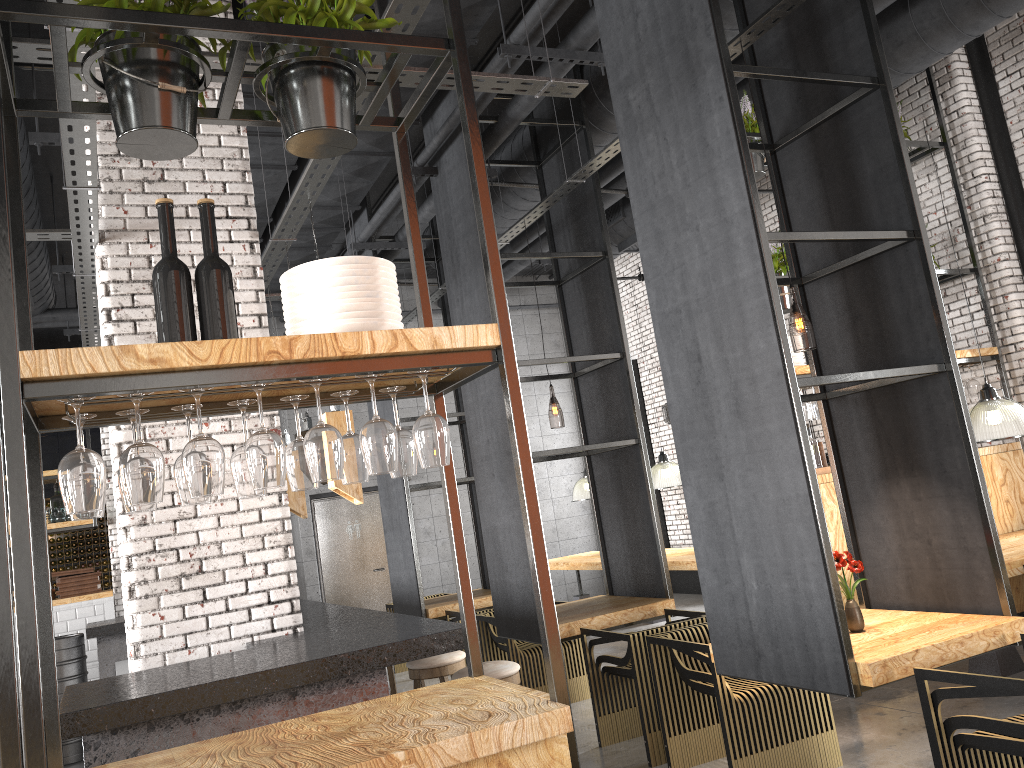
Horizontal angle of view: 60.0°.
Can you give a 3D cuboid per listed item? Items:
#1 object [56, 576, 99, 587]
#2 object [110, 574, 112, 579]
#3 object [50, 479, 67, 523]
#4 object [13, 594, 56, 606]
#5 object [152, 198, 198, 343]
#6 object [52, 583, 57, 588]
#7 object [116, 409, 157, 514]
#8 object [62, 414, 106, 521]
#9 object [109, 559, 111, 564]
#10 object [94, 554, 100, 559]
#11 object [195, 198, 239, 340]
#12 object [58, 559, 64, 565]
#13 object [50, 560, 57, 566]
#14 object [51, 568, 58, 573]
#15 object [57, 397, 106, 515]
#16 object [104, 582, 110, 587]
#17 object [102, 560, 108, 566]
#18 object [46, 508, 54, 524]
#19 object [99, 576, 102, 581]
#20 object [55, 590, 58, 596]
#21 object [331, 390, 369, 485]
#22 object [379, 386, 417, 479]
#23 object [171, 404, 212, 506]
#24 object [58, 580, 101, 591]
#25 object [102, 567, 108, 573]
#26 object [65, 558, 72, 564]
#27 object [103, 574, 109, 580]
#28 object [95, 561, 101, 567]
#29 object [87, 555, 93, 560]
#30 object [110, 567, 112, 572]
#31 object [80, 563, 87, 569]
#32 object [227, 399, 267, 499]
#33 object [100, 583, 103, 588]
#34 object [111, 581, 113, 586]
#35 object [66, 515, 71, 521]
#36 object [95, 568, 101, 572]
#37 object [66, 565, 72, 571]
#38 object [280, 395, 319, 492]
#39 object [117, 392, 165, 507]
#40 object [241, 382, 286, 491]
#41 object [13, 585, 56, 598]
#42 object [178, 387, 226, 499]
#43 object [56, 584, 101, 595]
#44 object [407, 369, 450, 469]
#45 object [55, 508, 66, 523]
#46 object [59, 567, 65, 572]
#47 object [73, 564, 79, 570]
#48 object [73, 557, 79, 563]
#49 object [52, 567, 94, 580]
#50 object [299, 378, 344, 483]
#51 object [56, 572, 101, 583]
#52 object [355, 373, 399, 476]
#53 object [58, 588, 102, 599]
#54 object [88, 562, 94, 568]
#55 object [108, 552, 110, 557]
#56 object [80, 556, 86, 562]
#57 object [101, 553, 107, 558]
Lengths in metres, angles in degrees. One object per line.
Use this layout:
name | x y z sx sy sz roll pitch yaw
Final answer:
object | -4.827 2.196 9.875 0.405 0.044 0.633 -5 -9 -25
object | -5.834 2.810 12.966 0.079 0.080 0.280 -5 -9 -25
object | -5.307 1.362 10.361 0.157 0.556 0.105 -5 -9 -21
object | -5.226 2.340 9.673 0.437 0.097 0.435 -9 -8 -1
object | -0.914 -0.270 2.387 0.098 0.472 0.098 -13 -10 26
object | -6.514 2.872 12.642 0.079 0.080 0.280 -5 -9 -25
object | -0.998 0.206 2.359 0.101 0.268 0.100 -11 -9 11
object | -1.113 0.216 2.304 0.101 0.268 0.100 -11 -9 11
object | -5.866 2.604 12.998 0.079 0.080 0.280 -5 -9 -25
object | -6.052 2.517 12.935 0.079 0.079 0.282 -5 -9 -25
object | -0.817 -0.279 2.433 0.098 0.472 0.098 -13 -10 26
object | -6.477 2.556 12.732 0.079 0.079 0.282 -5 -9 -25
object | -6.553 2.559 12.671 0.079 0.079 0.282 -5 -9 -25
object | -6.552 2.669 12.688 0.079 0.080 0.280 -5 -9 -25
object | -0.997 0.163 2.049 0.101 0.268 0.100 -11 -9 11
object | -5.909 2.924 12.923 0.079 0.080 0.280 -5 -9 -25
object | -5.941 2.608 12.937 0.079 0.080 0.280 -5 -9 -25
object | -5.295 1.514 10.122 0.118 0.181 0.118 -10 -9 7
object | -6.010 2.829 12.899 0.079 0.080 0.280 -5 -9 -25
object | -6.504 2.978 12.640 0.079 0.080 0.280 -5 -9 -25
object | -0.475 0.158 2.608 0.101 0.268 0.101 -13 -10 27
object | -0.343 0.146 2.671 0.101 0.268 0.101 -13 -10 27
object | -0.873 0.194 2.418 0.101 0.268 0.101 -13 -10 27
object | -4.821 2.239 9.868 0.405 0.044 0.633 -5 -9 -29
object | -5.941 2.718 12.956 0.079 0.080 0.280 -5 -9 -25
object | -6.388 2.546 12.765 0.079 0.079 0.282 -5 -9 -25
object | -5.911 2.814 12.909 0.079 0.080 0.280 -5 -9 -25
object | -6.035 2.620 12.918 0.079 0.080 0.280 -5 -9 -25
object | -6.145 2.529 12.912 0.079 0.079 0.282 -5 -9 -25
object | -5.856 2.710 12.996 0.079 0.080 0.280 -5 -9 -25
object | -6.205 2.635 12.837 0.079 0.080 0.280 -5 -9 -25
object | -0.741 0.182 2.481 0.101 0.268 0.101 -13 -10 27
object | -5.987 2.929 12.869 0.079 0.080 0.280 -5 -9 -25
object | -5.814 2.912 12.942 0.079 0.080 0.280 -5 -9 -25
object | -5.090 1.500 10.254 0.118 0.181 0.118 -1 -11 -41
object | -6.027 2.727 12.919 0.079 0.080 0.280 -5 -9 -25
object | -6.376 2.651 12.756 0.079 0.080 0.280 -5 -9 -25
object | -0.608 0.170 2.545 0.101 0.268 0.101 -13 -10 27
object | -0.881 0.152 2.104 0.101 0.268 0.100 -11 -9 11
object | -0.624 0.129 2.227 0.101 0.268 0.101 -13 -10 27
object | -5.235 2.274 9.687 0.436 0.154 0.439 -12 -8 21
object | -0.757 0.141 2.163 0.101 0.268 0.101 -13 -10 27
object | -4.814 2.283 9.861 0.405 0.044 0.633 -6 -8 -23
object | -0.226 0.093 2.416 0.101 0.268 0.101 -13 -10 27
object | -5.192 1.506 10.186 0.118 0.181 0.118 -16 -11 40
object | -6.453 2.655 12.698 0.079 0.080 0.280 -5 -9 -25
object | -6.299 2.647 12.814 0.079 0.080 0.280 -5 -9 -25
object | -6.307 2.540 12.813 0.079 0.079 0.282 -5 -9 -25
object | -4.862 2.101 9.810 0.406 0.094 0.634 -5 -9 -28
object | -0.491 0.117 2.290 0.101 0.268 0.101 -13 -10 27
object | -4.834 2.153 9.882 0.405 0.044 0.633 -4 -9 -32
object | -0.359 0.105 2.353 0.101 0.268 0.101 -13 -10 27
object | -4.807 2.326 9.854 0.405 0.044 0.633 -4 -9 -30
object | -6.127 2.631 12.891 0.079 0.080 0.280 -5 -9 -25
object | -5.874 2.498 12.999 0.079 0.079 0.282 -5 -9 -25
object | -6.222 2.533 12.854 0.079 0.079 0.282 -5 -9 -25
object | -5.973 2.512 12.989 0.079 0.079 0.282 -5 -9 -25
